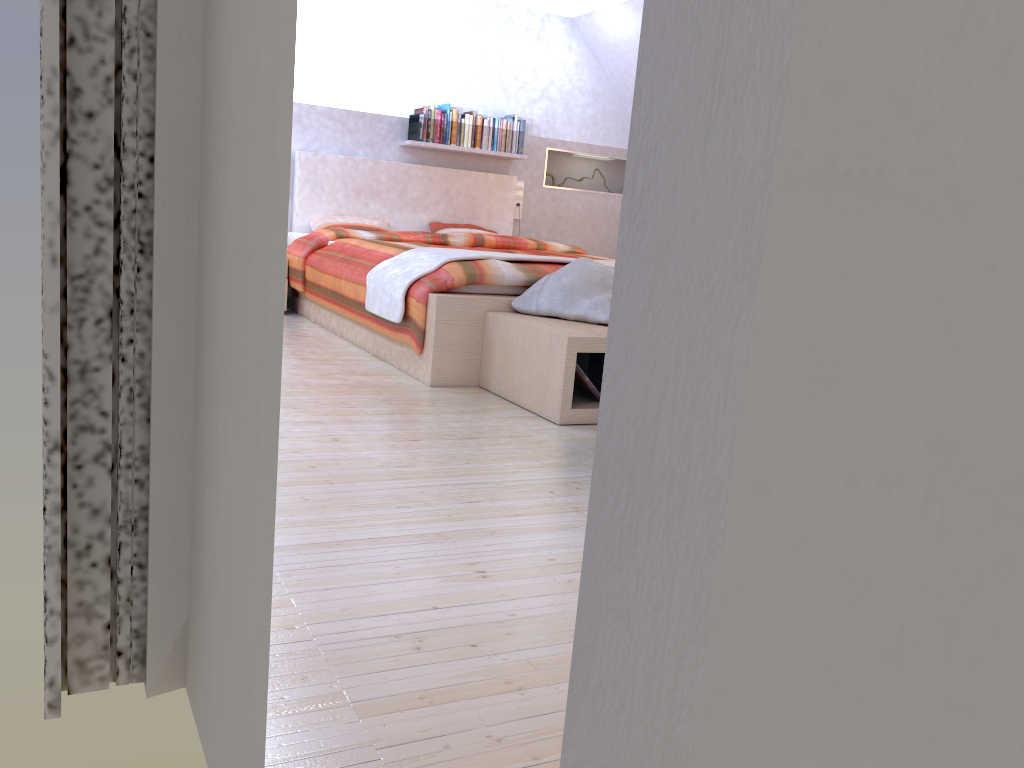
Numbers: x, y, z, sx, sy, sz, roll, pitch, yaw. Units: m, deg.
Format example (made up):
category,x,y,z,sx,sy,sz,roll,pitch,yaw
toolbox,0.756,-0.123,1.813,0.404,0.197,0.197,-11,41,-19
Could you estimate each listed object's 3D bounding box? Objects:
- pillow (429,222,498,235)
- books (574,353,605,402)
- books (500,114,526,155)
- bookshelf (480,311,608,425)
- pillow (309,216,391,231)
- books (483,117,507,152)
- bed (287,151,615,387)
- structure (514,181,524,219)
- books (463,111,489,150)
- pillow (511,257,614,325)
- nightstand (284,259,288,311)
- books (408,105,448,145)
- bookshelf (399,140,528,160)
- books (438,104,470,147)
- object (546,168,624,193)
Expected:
category,x,y,z,sx,sy,sz,roll,pitch,yaw
pillow,-0.254,-1.042,6.340,0.566,0.188,0.497,0,12,-27
books,0.433,-0.038,3.270,0.652,0.193,0.157,0,12,-27
books,-0.012,-1.843,6.553,0.145,0.281,0.200,0,12,-27
bookshelf,0.691,-0.078,3.601,1.495,0.303,0.643,0,12,-27
pillow,-1.039,-1.035,5.990,0.572,0.180,0.492,0,12,-27
books,-0.149,-1.818,6.488,0.159,0.231,0.200,0,12,-27
bed,-0.100,-0.782,5.127,2.087,0.994,3.009,0,12,-27
structure,0.044,-1.411,6.803,0.077,0.286,0.034,0,12,-27
books,-0.278,-1.831,6.413,0.140,0.260,0.209,0,12,-27
pillow,0.319,-0.385,3.624,0.470,0.241,0.498,11,12,27
nightstand,-1.890,-0.652,5.377,0.859,0.329,0.847,0,12,-27
books,-0.590,-1.829,6.248,0.209,0.260,0.215,0,12,-27
bookshelf,-0.343,-1.689,6.413,0.916,0.028,0.223,0,12,-27
books,-0.421,-1.842,6.341,0.178,0.281,0.200,0,12,-27
object,0.658,-1.665,7.233,0.905,0.193,0.085,0,12,-27
